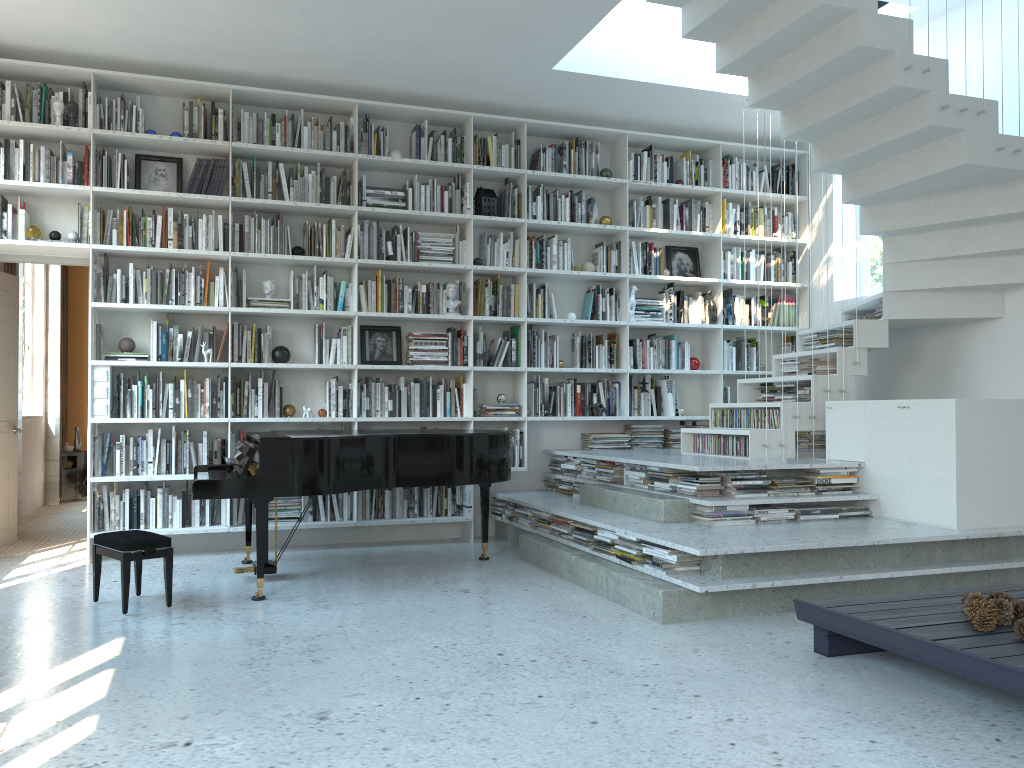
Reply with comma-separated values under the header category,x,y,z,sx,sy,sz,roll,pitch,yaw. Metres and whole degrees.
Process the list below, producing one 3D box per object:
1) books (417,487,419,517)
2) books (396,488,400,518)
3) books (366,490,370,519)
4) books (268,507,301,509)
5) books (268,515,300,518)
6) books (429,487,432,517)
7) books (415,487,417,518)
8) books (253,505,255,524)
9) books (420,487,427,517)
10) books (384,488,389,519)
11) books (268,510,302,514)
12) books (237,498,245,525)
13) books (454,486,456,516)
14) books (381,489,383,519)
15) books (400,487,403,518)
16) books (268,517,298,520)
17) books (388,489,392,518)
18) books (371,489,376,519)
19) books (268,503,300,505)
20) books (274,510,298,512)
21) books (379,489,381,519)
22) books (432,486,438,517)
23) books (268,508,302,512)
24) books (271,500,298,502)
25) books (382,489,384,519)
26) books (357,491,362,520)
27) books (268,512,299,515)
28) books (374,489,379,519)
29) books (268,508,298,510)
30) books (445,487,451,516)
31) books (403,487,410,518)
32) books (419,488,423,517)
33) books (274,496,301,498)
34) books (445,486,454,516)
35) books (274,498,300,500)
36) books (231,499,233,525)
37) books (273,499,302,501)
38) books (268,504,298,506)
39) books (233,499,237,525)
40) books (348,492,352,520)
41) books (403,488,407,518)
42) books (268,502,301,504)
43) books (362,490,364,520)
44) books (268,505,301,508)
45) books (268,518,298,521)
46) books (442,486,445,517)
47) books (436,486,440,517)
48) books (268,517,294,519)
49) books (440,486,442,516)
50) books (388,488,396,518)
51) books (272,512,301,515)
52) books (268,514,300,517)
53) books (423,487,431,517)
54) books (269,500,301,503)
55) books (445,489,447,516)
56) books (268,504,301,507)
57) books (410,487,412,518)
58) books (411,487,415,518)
category,x,y,z,sx,sy,sz,roll,pitch,yaw
books,-0.710,0.835,6.483,0.024,0.262,0.131,0,-1,-19
books,-0.845,0.847,6.438,0.030,0.234,0.138,0,-1,-19
books,-1.048,0.831,6.368,0.025,0.263,0.145,0,-1,-19
books,-1.621,0.858,6.164,0.285,0.007,0.159,0,-2,-18
books,-1.617,0.913,6.154,0.285,0.007,0.159,0,-2,-14
books,-0.613,0.820,6.499,0.011,0.292,0.184,0,-1,-19
books,-0.723,0.821,6.462,0.014,0.288,0.184,0,-1,-19
books,-1.777,0.815,6.110,0.027,0.282,0.129,0,-1,-19
books,-0.648,0.863,6.479,0.010,0.206,0.180,0,-1,-19
books,-0.918,0.860,6.389,0.028,0.206,0.175,0,-1,-19
books,-1.619,0.885,6.156,0.285,0.007,0.159,1,-2,-23
books,-1.859,0.863,6.073,0.053,0.184,0.148,0,-1,-19
books,-0.443,0.840,6.565,0.013,0.256,0.176,0,-1,-19
books,-0.956,0.826,6.402,0.012,0.276,0.154,0,-1,-19
books,-0.817,0.834,6.447,0.028,0.261,0.132,0,-1,-19
books,-1.622,0.926,6.162,0.254,0.007,0.161,0,-2,-18
books,-0.901,0.866,6.427,0.030,0.197,0.143,0,-1,-19
books,-1.006,0.807,6.373,0.034,0.311,0.170,0,-1,-19
books,-1.624,0.828,6.163,0.285,0.005,0.159,0,-2,-18
books,-1.621,0.878,6.163,0.254,0.007,0.161,0,-2,-18
books,-0.966,0.844,6.394,0.012,0.239,0.128,0,-1,-19
books,-0.584,0.840,6.498,0.044,0.251,0.187,0,-1,-19
books,-1.618,0.871,6.154,0.285,0.007,0.159,1,-2,-24
books,-1.619,0.807,6.158,0.254,0.006,0.161,0,-2,-15
books,-0.945,0.836,6.406,0.012,0.255,0.150,0,-1,-19
books,-1.100,0.833,6.328,0.026,0.256,0.183,0,-1,-19
books,-1.619,0.892,6.157,0.254,0.007,0.161,1,-2,-23
books,-0.983,0.840,6.391,0.022,0.247,0.144,0,-1,-19
books,-1.621,0.865,6.163,0.254,0.007,0.161,0,-2,-18
books,-0.485,0.865,6.546,0.022,0.205,0.191,0,-1,-19
books,-0.770,0.822,6.449,0.013,0.285,0.185,0,-1,-19
books,-0.683,0.860,6.501,0.040,0.212,0.129,0,-1,-19
books,-1.622,0.780,6.168,0.285,0.005,0.159,1,-2,-19
books,-0.465,0.854,6.566,0.028,0.227,0.162,0,-1,-19
books,-1.618,0.796,6.157,0.254,0.006,0.161,1,-2,-24
books,-1.916,0.840,6.066,0.012,0.230,0.138,0,-1,-19
books,-1.619,0.801,6.160,0.285,0.005,0.159,1,-2,-22
books,-1.624,0.834,6.163,0.254,0.006,0.161,1,-2,-20
books,-1.898,0.856,6.068,0.025,0.198,0.160,0,-1,-19
books,-1.161,0.843,6.336,0.021,0.237,0.115,0,-1,-19
books,-0.792,0.863,6.454,0.024,0.203,0.144,0,-1,-19
books,-1.624,0.823,6.163,0.285,0.005,0.159,1,-2,-20
books,-1.082,0.811,6.335,0.014,0.300,0.184,0,-1,-19
books,-1.622,0.851,6.166,0.285,0.007,0.159,1,-2,-19
books,-1.623,0.933,6.164,0.254,0.007,0.161,1,-2,-19
books,-0.523,0.838,6.533,0.011,0.258,0.171,0,-1,-19
books,-0.558,0.808,6.512,0.013,0.317,0.186,0,-1,-19
books,-1.620,0.919,6.155,0.285,0.007,0.159,1,-2,-23
books,-0.546,0.848,6.541,0.028,0.238,0.140,0,-1,-19
books,-0.871,0.817,6.427,0.026,0.294,0.155,0,-1,-19
books,-1.620,0.899,6.161,0.285,0.007,0.159,0,-2,-17
books,-1.618,0.906,6.157,0.254,0.007,0.161,1,-2,-23
books,-0.631,0.861,6.491,0.029,0.210,0.170,0,-1,-19
books,-1.621,0.812,6.157,0.285,0.005,0.159,1,-2,-23
books,-0.510,0.872,6.548,0.024,0.191,0.155,0,-1,-19
books,-1.623,0.839,6.161,0.285,0.005,0.159,1,-2,-21
books,-0.755,0.859,6.458,0.022,0.213,0.167,0,-1,-19
books,-0.735,0.797,6.457,0.014,0.335,0.183,0,-1,-19
